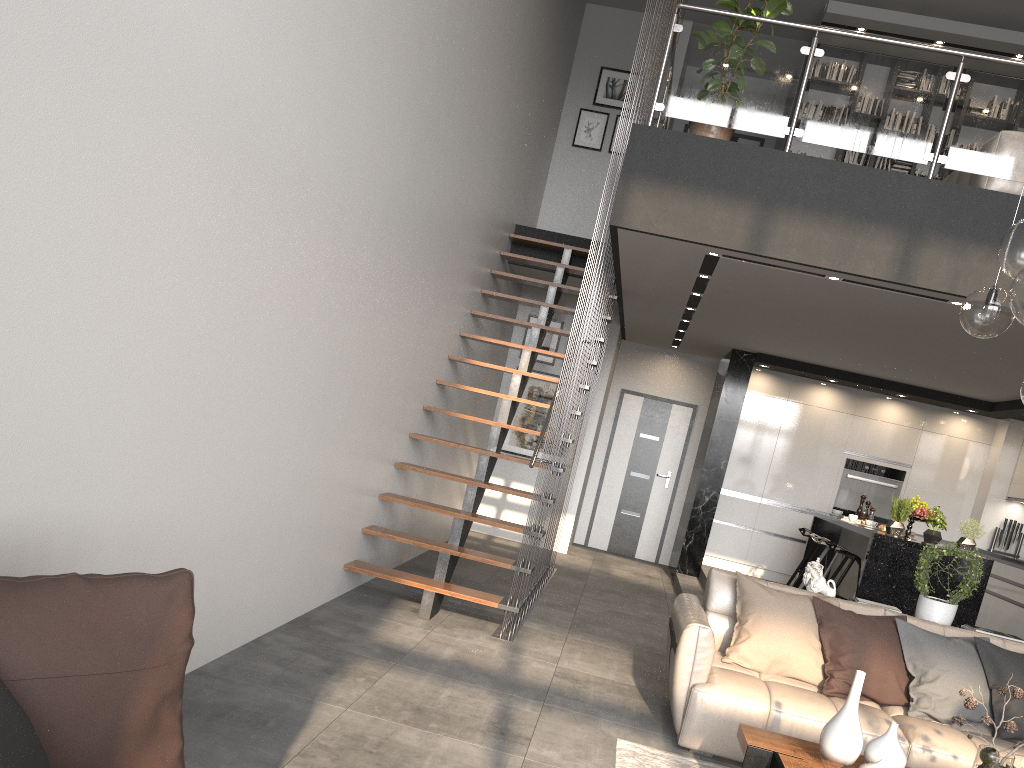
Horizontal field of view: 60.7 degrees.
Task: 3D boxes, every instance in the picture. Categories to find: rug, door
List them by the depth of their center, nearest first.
[{"bbox_3d":[1.508,1.903,3.339,2.288,0.020,1.602,13,-2,7],"label":"rug"},{"bbox_3d":[2.354,-2.037,10.744,0.970,2.113,0.167,13,7,6],"label":"door"},{"bbox_3d":[1.628,1.188,11.137,0.970,2.113,0.167,13,7,6],"label":"door"}]

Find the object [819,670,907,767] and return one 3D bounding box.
[{"bbox_3d":[1.360,1.304,3.330,0.311,0.404,0.321,15,4,26],"label":"object"}]

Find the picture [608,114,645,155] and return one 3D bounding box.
[{"bbox_3d":[1.269,-2.719,9.619,0.332,0.417,0.024,13,7,6],"label":"picture"}]

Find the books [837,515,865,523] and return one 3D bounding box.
[{"bbox_3d":[3.223,1.279,8.191,0.321,0.039,0.171,13,-2,6],"label":"books"}]

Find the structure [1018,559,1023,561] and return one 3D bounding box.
[{"bbox_3d":[5.041,1.713,8.054,0.507,0.061,0.598,13,-2,8],"label":"structure"}]

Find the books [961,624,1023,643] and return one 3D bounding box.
[{"bbox_3d":[2.817,1.506,5.168,0.324,0.100,0.204,13,0,7],"label":"books"}]

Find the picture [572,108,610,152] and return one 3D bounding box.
[{"bbox_3d":[0.871,-2.806,9.666,0.332,0.417,0.024,13,7,6],"label":"picture"}]

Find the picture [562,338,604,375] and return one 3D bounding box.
[{"bbox_3d":[0.799,-0.308,9.907,0.408,0.339,0.024,13,7,6],"label":"picture"}]

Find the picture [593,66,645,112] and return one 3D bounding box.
[{"bbox_3d":[1.176,-3.223,9.587,0.502,0.417,0.024,13,7,6],"label":"picture"}]

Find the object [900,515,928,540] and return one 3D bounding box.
[{"bbox_3d":[3.276,1.177,7.210,0.372,0.190,0.359,13,0,-29],"label":"object"}]

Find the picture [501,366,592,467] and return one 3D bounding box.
[{"bbox_3d":[0.374,0.381,10.024,0.868,1.009,0.024,13,7,6],"label":"picture"}]

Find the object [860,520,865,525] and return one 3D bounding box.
[{"bbox_3d":[3.142,1.240,7.747,0.074,0.043,0.127,13,-1,0],"label":"object"}]

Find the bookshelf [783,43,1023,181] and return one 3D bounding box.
[{"bbox_3d":[4.488,-1.842,8.941,3.505,2.556,0.245,13,7,6],"label":"bookshelf"}]

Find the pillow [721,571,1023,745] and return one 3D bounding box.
[{"bbox_3d":[2.098,1.482,4.598,1.933,0.507,0.539,13,2,6],"label":"pillow"}]

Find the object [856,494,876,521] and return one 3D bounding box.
[{"bbox_3d":[3.507,1.235,8.613,0.151,0.288,0.196,12,4,-9],"label":"object"}]

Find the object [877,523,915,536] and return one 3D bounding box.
[{"bbox_3d":[3.740,1.418,8.584,0.289,0.031,0.399,13,-2,7],"label":"object"}]

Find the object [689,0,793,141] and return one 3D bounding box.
[{"bbox_3d":[1.441,-2.135,5.433,0.760,1.491,0.529,15,6,27],"label":"object"}]

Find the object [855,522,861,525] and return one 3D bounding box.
[{"bbox_3d":[3.131,1.254,7.752,0.187,0.012,0.194,11,-3,40],"label":"object"}]

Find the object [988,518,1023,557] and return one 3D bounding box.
[{"bbox_3d":[5.252,1.619,9.256,0.320,0.378,0.066,13,7,7],"label":"object"}]

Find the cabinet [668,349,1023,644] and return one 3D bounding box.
[{"bbox_3d":[3.656,0.900,7.880,3.603,3.283,6.180,13,0,8],"label":"cabinet"}]

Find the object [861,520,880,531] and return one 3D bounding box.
[{"bbox_3d":[2.983,1.174,7.286,0.157,0.071,0.152,13,-1,-24],"label":"object"}]

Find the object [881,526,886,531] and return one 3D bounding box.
[{"bbox_3d":[3.182,1.229,7.454,0.073,0.060,0.061,14,2,29],"label":"object"}]

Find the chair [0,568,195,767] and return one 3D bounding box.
[{"bbox_3d":[-0.657,0.873,1.405,1.422,0.911,1.491,13,0,24],"label":"chair"}]

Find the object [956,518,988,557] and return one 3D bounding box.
[{"bbox_3d":[3.572,1.181,6.825,0.218,0.288,0.211,14,4,21],"label":"object"}]

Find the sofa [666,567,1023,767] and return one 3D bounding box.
[{"bbox_3d":[2.356,1.709,4.102,3.229,0.830,1.869,13,-1,7],"label":"sofa"}]

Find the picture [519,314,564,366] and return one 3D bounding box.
[{"bbox_3d":[0.336,-0.500,9.953,0.408,0.513,0.024,13,7,6],"label":"picture"}]

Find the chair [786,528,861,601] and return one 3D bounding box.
[{"bbox_3d":[2.818,1.758,7.935,0.432,0.745,1.722,13,-1,9],"label":"chair"}]

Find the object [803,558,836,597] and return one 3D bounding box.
[{"bbox_3d":[1.851,1.194,5.253,0.204,0.294,0.136,15,6,26],"label":"object"}]

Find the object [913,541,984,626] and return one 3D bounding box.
[{"bbox_3d":[2.540,1.200,5.166,0.388,0.584,0.211,12,6,-12],"label":"object"}]

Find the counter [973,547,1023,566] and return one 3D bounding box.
[{"bbox_3d":[4.977,1.703,7.631,0.607,0.041,3.446,13,-2,9],"label":"counter"}]

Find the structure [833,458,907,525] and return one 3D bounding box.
[{"bbox_3d":[4.010,1.226,10.023,0.652,0.641,0.648,13,2,8],"label":"structure"}]

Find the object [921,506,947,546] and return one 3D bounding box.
[{"bbox_3d":[3.301,1.105,6.829,0.176,0.317,0.172,14,5,18],"label":"object"}]

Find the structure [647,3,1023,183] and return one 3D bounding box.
[{"bbox_3d":[3.138,-1.329,6.636,4.202,0.750,3.364,13,-2,7],"label":"structure"}]

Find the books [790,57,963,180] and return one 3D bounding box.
[{"bbox_3d":[4.496,-1.886,8.927,3.423,2.367,0.209,13,7,6],"label":"books"}]

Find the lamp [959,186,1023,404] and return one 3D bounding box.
[{"bbox_3d":[2.460,-2.125,2.714,1.228,5.071,1.213,13,6,5],"label":"lamp"}]

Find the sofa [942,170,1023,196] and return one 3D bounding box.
[{"bbox_3d":[4.046,-1.160,6.028,2.266,0.792,2.279,13,-1,8],"label":"sofa"}]

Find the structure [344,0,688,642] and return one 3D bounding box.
[{"bbox_3d":[0.333,-1.263,7.074,1.173,6.137,3.566,14,5,8],"label":"structure"}]

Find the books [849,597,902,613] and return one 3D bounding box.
[{"bbox_3d":[2.185,1.369,5.246,0.346,0.101,0.193,13,0,7],"label":"books"}]

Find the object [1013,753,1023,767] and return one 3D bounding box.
[{"bbox_3d":[2.022,1.557,3.414,0.151,0.214,0.077,14,6,17],"label":"object"}]

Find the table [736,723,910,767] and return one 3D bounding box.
[{"bbox_3d":[1.560,1.731,3.189,1.446,0.360,0.894,13,-1,7],"label":"table"}]

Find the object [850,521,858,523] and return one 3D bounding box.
[{"bbox_3d":[3.042,1.227,7.819,0.028,0.027,0.127,11,-1,-33],"label":"object"}]

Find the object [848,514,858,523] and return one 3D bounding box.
[{"bbox_3d":[3.061,1.211,7.862,0.085,0.071,0.075,12,2,-33],"label":"object"}]

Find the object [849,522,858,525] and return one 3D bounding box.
[{"bbox_3d":[3.092,1.251,7.792,0.226,0.003,0.228,13,-2,8],"label":"object"}]

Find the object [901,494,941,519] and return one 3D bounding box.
[{"bbox_3d":[3.321,1.017,7.198,0.346,0.218,0.317,13,1,5],"label":"object"}]

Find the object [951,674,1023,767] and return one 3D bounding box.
[{"bbox_3d":[1.849,1.305,3.114,0.548,0.612,0.309,12,5,-22],"label":"object"}]

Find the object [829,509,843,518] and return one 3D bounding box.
[{"bbox_3d":[3.151,1.259,8.491,0.157,0.071,0.152,13,-1,-24],"label":"object"}]

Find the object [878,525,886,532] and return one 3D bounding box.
[{"bbox_3d":[3.203,1.236,7.505,0.130,0.060,0.069,13,2,7],"label":"object"}]

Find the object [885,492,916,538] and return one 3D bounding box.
[{"bbox_3d":[3.058,1.022,6.876,0.188,0.374,0.191,9,6,-37],"label":"object"}]
